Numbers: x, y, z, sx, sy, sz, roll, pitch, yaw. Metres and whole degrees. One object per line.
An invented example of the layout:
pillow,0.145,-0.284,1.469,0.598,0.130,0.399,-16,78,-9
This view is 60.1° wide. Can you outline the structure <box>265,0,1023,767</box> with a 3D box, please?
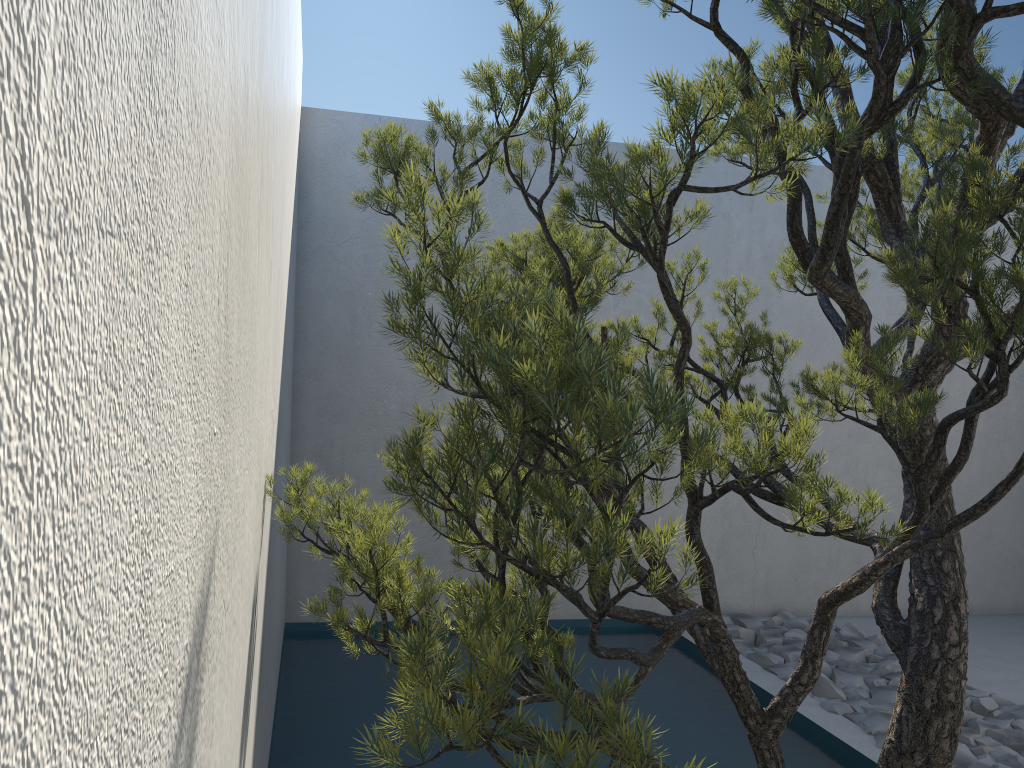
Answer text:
structure,0.806,-0.155,2.038,2.588,3.479,2.512,2,2,-20
